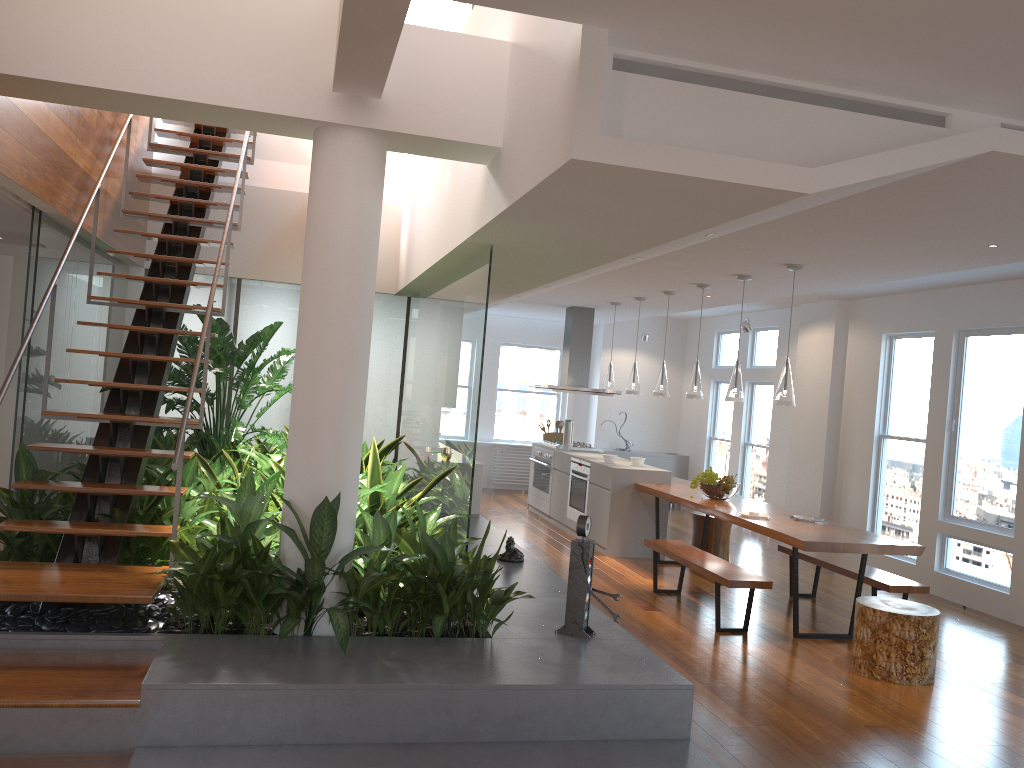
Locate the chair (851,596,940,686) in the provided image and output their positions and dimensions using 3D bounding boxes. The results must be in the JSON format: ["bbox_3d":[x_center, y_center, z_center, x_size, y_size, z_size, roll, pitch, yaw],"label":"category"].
[{"bbox_3d":[2.277,1.518,5.276,0.460,0.400,0.460,5,0,-4],"label":"chair"}]

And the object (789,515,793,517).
[{"bbox_3d":[2.167,1.005,6.711,0.149,0.014,0.044,5,0,-12],"label":"object"}]

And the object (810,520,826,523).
[{"bbox_3d":[2.242,1.006,6.493,0.158,0.017,0.019,5,0,-19],"label":"object"}]

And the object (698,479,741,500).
[{"bbox_3d":[1.752,0.907,7.534,0.360,0.159,0.360,5,0,40],"label":"object"}]

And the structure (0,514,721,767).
[{"bbox_3d":[-1.291,1.246,5.348,3.088,0.386,5.584,5,0,-14],"label":"structure"}]

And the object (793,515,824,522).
[{"bbox_3d":[2.205,1.004,6.593,0.222,0.020,0.222,5,0,-22],"label":"object"}]

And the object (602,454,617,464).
[{"bbox_3d":[0.973,0.750,8.842,0.152,0.082,0.152,5,0,26],"label":"object"}]

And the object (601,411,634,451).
[{"bbox_3d":[1.529,0.668,12.642,0.590,0.563,0.210,5,0,-42],"label":"object"}]

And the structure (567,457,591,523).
[{"bbox_3d":[0.701,1.118,9.247,0.072,0.648,0.644,5,0,-14],"label":"structure"}]

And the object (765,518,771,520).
[{"bbox_3d":[1.803,0.973,6.406,0.149,0.014,0.044,5,0,-15],"label":"object"}]

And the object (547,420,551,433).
[{"bbox_3d":[0.453,0.596,11.112,0.055,0.299,0.027,5,0,-14],"label":"object"}]

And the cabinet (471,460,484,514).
[{"bbox_3d":[-1.085,0.330,9.928,0.676,2.280,4.565,5,0,-14],"label":"cabinet"}]

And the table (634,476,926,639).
[{"bbox_3d":[1.503,1.314,8.526,0.893,0.704,5.996,5,0,-14],"label":"table"}]

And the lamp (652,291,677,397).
[{"bbox_3d":[1.446,-0.411,8.349,0.160,1.060,0.160,5,0,13],"label":"lamp"}]

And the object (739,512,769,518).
[{"bbox_3d":[1.785,0.969,6.540,0.222,0.020,0.222,5,0,27],"label":"object"}]

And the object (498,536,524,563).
[{"bbox_3d":[-0.017,1.082,5.834,0.181,0.155,0.216,5,0,41],"label":"object"}]

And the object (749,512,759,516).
[{"bbox_3d":[1.785,0.963,6.540,0.079,0.030,0.070,5,0,40],"label":"object"}]

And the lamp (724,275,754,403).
[{"bbox_3d":[1.786,-0.388,6.944,0.160,1.060,0.160,5,0,13],"label":"lamp"}]

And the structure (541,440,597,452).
[{"bbox_3d":[0.678,0.737,10.700,0.520,0.073,0.650,5,0,-14],"label":"structure"}]

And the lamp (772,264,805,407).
[{"bbox_3d":[1.956,-0.377,6.241,0.160,1.060,0.160,5,0,13],"label":"lamp"}]

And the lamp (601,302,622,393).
[{"bbox_3d":[1.105,-0.434,9.755,0.160,1.060,0.160,5,0,13],"label":"lamp"}]

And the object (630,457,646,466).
[{"bbox_3d":[1.244,0.772,8.780,0.152,0.082,0.152,5,0,37],"label":"object"}]

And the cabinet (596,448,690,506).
[{"bbox_3d":[1.838,1.340,12.773,1.309,0.725,0.420,5,0,-14],"label":"cabinet"}]

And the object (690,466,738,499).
[{"bbox_3d":[1.729,0.842,7.542,0.292,0.284,0.394,5,0,40],"label":"object"}]

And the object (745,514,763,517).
[{"bbox_3d":[1.785,0.974,6.540,0.124,0.011,0.124,5,0,8],"label":"object"}]

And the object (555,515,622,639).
[{"bbox_3d":[0.388,0.908,4.163,0.318,0.565,0.134,5,0,23],"label":"object"}]

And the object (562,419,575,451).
[{"bbox_3d":[0.660,0.592,10.221,0.120,0.356,0.172,5,0,34],"label":"object"}]

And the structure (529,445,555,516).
[{"bbox_3d":[0.605,1.158,10.677,0.649,0.735,0.890,5,0,-14],"label":"structure"}]

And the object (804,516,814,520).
[{"bbox_3d":[2.205,0.998,6.593,0.079,0.030,0.070,5,0,30],"label":"object"}]

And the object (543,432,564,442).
[{"bbox_3d":[0.564,0.685,11.130,0.353,0.157,0.084,5,0,-14],"label":"object"}]

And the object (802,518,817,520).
[{"bbox_3d":[2.204,1.009,6.593,0.124,0.011,0.124,5,0,-31],"label":"object"}]

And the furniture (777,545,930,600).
[{"bbox_3d":[2.517,1.553,6.712,0.316,0.389,1.433,5,0,-14],"label":"furniture"}]

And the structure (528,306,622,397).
[{"bbox_3d":[0.798,-0.588,10.679,0.909,1.405,0.900,5,0,-14],"label":"structure"}]

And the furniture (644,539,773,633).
[{"bbox_3d":[1.361,1.456,6.431,0.316,0.389,1.433,5,0,-14],"label":"furniture"}]

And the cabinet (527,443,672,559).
[{"bbox_3d":[0.856,1.201,9.804,0.597,0.832,2.936,5,0,-14],"label":"cabinet"}]

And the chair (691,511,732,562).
[{"bbox_3d":[1.906,1.478,8.494,0.396,0.455,0.402,5,0,-24],"label":"chair"}]

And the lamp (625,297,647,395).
[{"bbox_3d":[1.275,-0.423,9.052,0.160,1.060,0.160,5,0,13],"label":"lamp"}]

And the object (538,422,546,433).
[{"bbox_3d":[0.417,0.611,11.101,0.199,0.259,0.016,5,0,-3],"label":"object"}]

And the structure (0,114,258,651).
[{"bbox_3d":[-1.479,-0.861,5.949,2.552,4.265,4.591,5,0,-14],"label":"structure"}]

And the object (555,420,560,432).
[{"bbox_3d":[0.569,0.606,11.140,0.061,0.299,0.040,5,0,-16],"label":"object"}]

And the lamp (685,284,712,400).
[{"bbox_3d":[1.616,-0.400,7.647,0.160,1.060,0.160,5,0,13],"label":"lamp"}]

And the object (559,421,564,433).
[{"bbox_3d":[0.606,0.610,11.129,0.057,0.299,0.019,5,0,-14],"label":"object"}]
